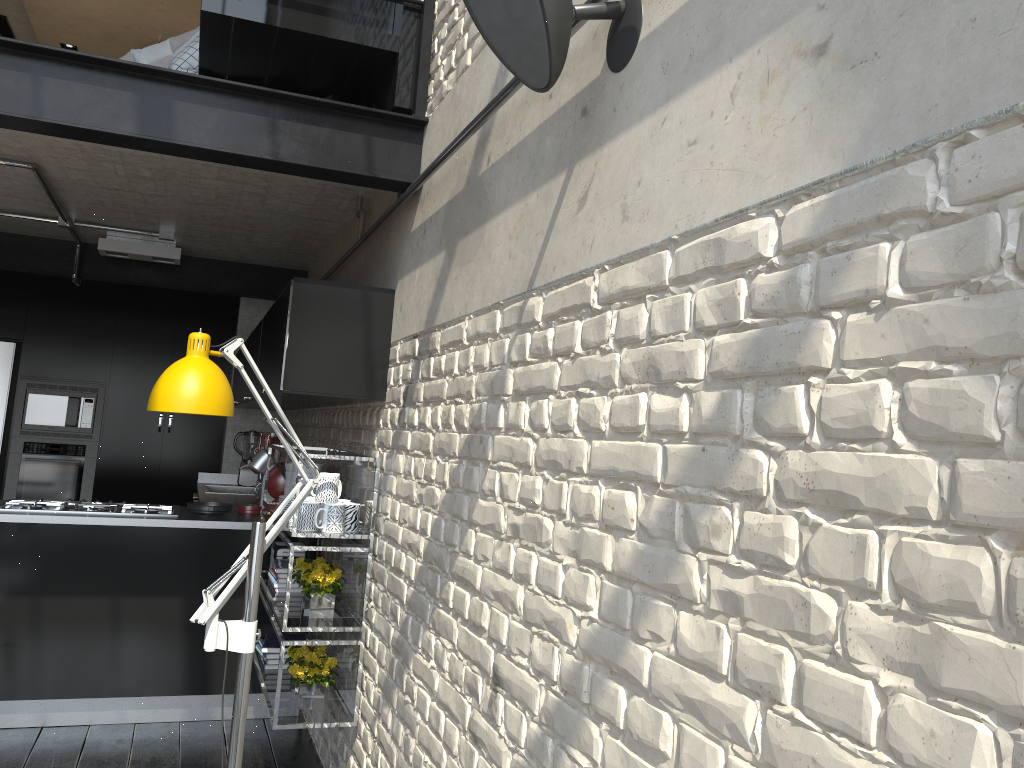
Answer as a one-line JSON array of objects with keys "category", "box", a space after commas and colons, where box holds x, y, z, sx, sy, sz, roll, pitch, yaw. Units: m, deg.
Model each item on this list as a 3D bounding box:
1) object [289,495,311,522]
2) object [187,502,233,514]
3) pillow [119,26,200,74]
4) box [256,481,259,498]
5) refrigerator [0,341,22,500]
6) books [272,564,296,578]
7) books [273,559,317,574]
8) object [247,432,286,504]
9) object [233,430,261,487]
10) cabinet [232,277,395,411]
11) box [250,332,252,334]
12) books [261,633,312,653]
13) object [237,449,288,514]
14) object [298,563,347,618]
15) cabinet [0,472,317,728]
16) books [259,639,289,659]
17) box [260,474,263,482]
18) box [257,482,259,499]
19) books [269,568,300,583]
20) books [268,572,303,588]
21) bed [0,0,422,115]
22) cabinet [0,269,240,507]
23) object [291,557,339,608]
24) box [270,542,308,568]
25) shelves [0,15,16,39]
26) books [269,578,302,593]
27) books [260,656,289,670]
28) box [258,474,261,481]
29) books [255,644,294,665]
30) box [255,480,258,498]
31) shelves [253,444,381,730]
[{"category": "object", "box": [-0.827, 0.493, 3.493, 0.083, 0.101, 0.107, 2, -6, 14]}, {"category": "object", "box": [-1.558, 0.634, 4.501, 0.227, 0.050, 0.308, 3, -4, 9]}, {"category": "pillow", "box": [-1.630, -1.614, 4.930, 1.141, 0.738, 2.128, 6, -5, -22]}, {"category": "box", "box": [-1.592, 0.680, 5.674, 0.081, 0.111, 0.080, 7, -7, -25]}, {"category": "refrigerator", "box": [-4.143, 0.580, 6.511, 0.722, 1.838, 0.496, 6, -8, -20]}, {"category": "books", "box": [-0.928, 0.815, 3.864, 0.211, 0.021, 0.291, 5, -4, -19]}, {"category": "books", "box": [-0.931, 0.796, 3.865, 0.211, 0.021, 0.291, 5, -4, -17]}, {"category": "object", "box": [-1.477, 0.507, 5.347, 0.210, 0.430, 0.201, 5, -7, -5]}, {"category": "object", "box": [-2.021, 0.564, 6.749, 0.223, 0.426, 0.161, 6, -7, -20]}, {"category": "cabinet", "box": [-1.310, -0.089, 5.062, 0.398, 0.424, 3.877, 6, -4, -20]}, {"category": "box", "box": [-1.824, -0.312, 6.296, 0.081, 0.111, 0.080, 6, -7, -20]}, {"category": "books", "box": [-0.977, 1.128, 3.850, 0.201, 0.023, 0.277, 5, -4, -11]}, {"category": "object", "box": [-1.279, 0.524, 4.739, 0.348, 0.343, 0.219, 8, -7, -35]}, {"category": "object", "box": [-0.710, 0.765, 3.292, 0.182, 0.193, 0.174, 5, -6, -7]}, {"category": "cabinet", "box": [-2.569, 1.060, 5.168, 2.426, 1.012, 2.734, 6, -5, -20]}, {"category": "books", "box": [-0.982, 1.148, 3.846, 0.200, 0.023, 0.277, 6, -4, -22]}, {"category": "box", "box": [-1.558, 0.569, 5.644, 0.081, 0.111, 0.080, 7, -7, -25]}, {"category": "box", "box": [-1.568, 0.676, 5.599, 0.081, 0.111, 0.080, 5, -6, -10]}, {"category": "books", "box": [-0.934, 0.834, 3.860, 0.211, 0.021, 0.291, 6, -4, -22]}, {"category": "books", "box": [-0.942, 0.853, 3.855, 0.211, 0.021, 0.291, 5, -4, -20]}, {"category": "bed", "box": [-2.322, -1.411, 4.885, 2.689, 0.847, 4.460, 5, -4, -20]}, {"category": "cabinet", "box": [-3.434, 0.367, 6.806, 2.315, 2.494, 0.550, 6, -8, -19]}, {"category": "object", "box": [-0.777, 0.772, 3.470, 0.175, 0.193, 0.181, 4, -6, 2]}, {"category": "box", "box": [-1.037, 0.818, 4.103, 0.150, 0.151, 0.149, 6, -6, -20]}, {"category": "shelves", "box": [-5.910, -2.451, 7.647, 2.119, 2.812, 2.662, 6, -6, -20]}, {"category": "books", "box": [-0.937, 0.874, 3.855, 0.211, 0.021, 0.291, 5, -4, -20]}, {"category": "books", "box": [-0.985, 1.191, 3.841, 0.200, 0.023, 0.277, 5, -4, -20]}, {"category": "box", "box": [-1.588, 0.573, 5.723, 0.081, 0.111, 0.080, -2, -9, 45]}, {"category": "books", "box": [-0.988, 1.170, 3.842, 0.200, 0.023, 0.277, 6, -4, -25]}, {"category": "box", "box": [-1.625, 0.683, 5.753, 0.081, 0.111, 0.080, 6, -6, -15]}, {"category": "shelves", "box": [-0.857, 0.742, 3.680, 0.287, 0.933, 1.244, 7, -6, -20]}]
